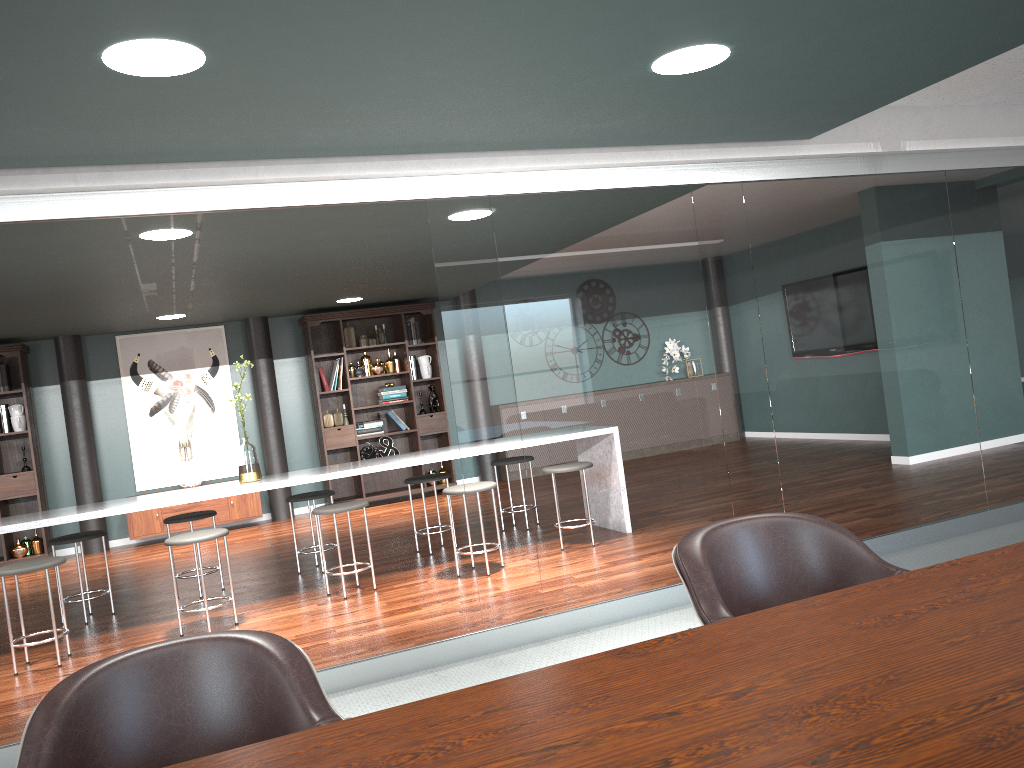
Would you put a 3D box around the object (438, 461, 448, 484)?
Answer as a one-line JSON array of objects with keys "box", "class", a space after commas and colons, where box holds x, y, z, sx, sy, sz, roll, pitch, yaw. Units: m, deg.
[{"box": [-0.727, 0.910, 9.287, 0.108, 0.256, 0.108, -7, 1, 13], "class": "object"}]

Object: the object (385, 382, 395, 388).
[{"box": [-1.271, 0.009, 9.180, 0.104, 0.052, 0.100, -8, 1, -17], "class": "object"}]

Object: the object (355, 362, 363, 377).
[{"box": [-1.552, -0.148, 8.996, 0.079, 0.161, 0.080, -8, 1, 5], "class": "object"}]

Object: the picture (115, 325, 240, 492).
[{"box": [-3.257, 0.225, 8.728, 1.002, 1.512, 0.031, -8, 1, -21], "class": "picture"}]

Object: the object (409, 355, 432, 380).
[{"box": [-0.957, -0.178, 9.334, 0.268, 0.262, 0.137, -7, 1, 19], "class": "object"}]

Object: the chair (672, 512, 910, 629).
[{"box": [0.574, 0.648, 1.613, 0.533, 0.761, 0.523, -8, 1, -39], "class": "chair"}]

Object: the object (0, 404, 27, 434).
[{"box": [-4.484, 0.305, 7.985, 0.268, 0.262, 0.137, -7, 1, 19], "class": "object"}]

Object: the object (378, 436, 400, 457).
[{"box": [-1.291, 0.673, 9.194, 0.233, 0.268, 0.051, -8, 1, -21], "class": "object"}]

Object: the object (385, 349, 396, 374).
[{"box": [-1.257, -0.237, 9.135, 0.108, 0.256, 0.108, -7, 1, 13], "class": "object"}]

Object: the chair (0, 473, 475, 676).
[{"box": [-1.472, 1.017, 5.328, 4.029, 0.512, 1.479, -8, 1, -21], "class": "chair"}]

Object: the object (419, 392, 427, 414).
[{"box": [-0.943, 0.200, 9.258, 0.077, 0.228, 0.077, -8, 1, -38], "class": "object"}]

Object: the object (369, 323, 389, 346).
[{"box": [-1.392, -0.504, 9.148, 0.196, 0.221, 0.184, -8, 1, -21], "class": "object"}]

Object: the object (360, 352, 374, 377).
[{"box": [-1.493, -0.202, 9.101, 0.114, 0.251, 0.114, -8, 1, 5], "class": "object"}]

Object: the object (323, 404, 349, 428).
[{"box": [-1.795, 0.320, 8.960, 0.250, 0.221, 0.186, -8, 1, -23], "class": "object"}]

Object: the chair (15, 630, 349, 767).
[{"box": [-0.423, 0.785, 1.240, 0.535, 0.761, 0.518, -8, 1, -15], "class": "chair"}]

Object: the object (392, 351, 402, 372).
[{"box": [-1.209, -0.227, 9.252, 0.092, 0.222, 0.092, -7, 1, 13], "class": "object"}]

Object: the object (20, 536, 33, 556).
[{"box": [-4.364, 1.452, 7.974, 0.099, 0.169, 0.099, -7, 1, 43], "class": "object"}]

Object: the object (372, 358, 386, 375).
[{"box": [-1.362, -0.181, 9.042, 0.144, 0.175, 0.073, -8, 1, -19], "class": "object"}]

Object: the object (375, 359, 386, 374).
[{"box": [-1.367, -0.178, 9.171, 0.099, 0.169, 0.099, -7, 1, 43], "class": "object"}]

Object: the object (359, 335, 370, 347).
[{"box": [-1.513, -0.439, 9.088, 0.096, 0.126, 0.106, -7, 1, 30], "class": "object"}]

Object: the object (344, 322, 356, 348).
[{"box": [-1.658, -0.494, 9.066, 0.104, 0.273, 0.104, -7, 1, 15], "class": "object"}]

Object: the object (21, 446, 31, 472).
[{"box": [-4.368, 0.670, 7.949, 0.077, 0.228, 0.077, -8, 1, -38], "class": "object"}]

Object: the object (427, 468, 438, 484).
[{"box": [-0.837, 0.969, 9.323, 0.099, 0.169, 0.099, -7, 1, 43], "class": "object"}]

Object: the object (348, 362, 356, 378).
[{"box": [-1.637, -0.143, 9.063, 0.105, 0.172, 0.105, -8, 1, -25], "class": "object"}]

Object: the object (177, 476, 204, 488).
[{"box": [-3.109, 0.949, 8.586, 0.245, 0.112, 0.261, -8, 1, -13], "class": "object"}]

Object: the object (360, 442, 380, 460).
[{"box": [-1.451, 0.711, 9.008, 0.224, 0.238, 0.159, -8, 1, -21], "class": "object"}]

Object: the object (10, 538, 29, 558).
[{"box": [-4.359, 1.449, 7.845, 0.144, 0.175, 0.073, -8, 1, -19], "class": "object"}]

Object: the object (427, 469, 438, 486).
[{"box": [-0.832, 0.966, 9.194, 0.144, 0.175, 0.073, -8, 1, -19], "class": "object"}]

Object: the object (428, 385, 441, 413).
[{"box": [-0.843, 0.155, 9.314, 0.116, 0.286, 0.215, -8, 1, -25], "class": "object"}]

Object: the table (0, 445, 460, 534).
[{"box": [-1.492, 0.925, 5.261, 4.577, 0.699, 0.609, -8, 1, -21], "class": "table"}]

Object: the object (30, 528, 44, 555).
[{"box": [-4.254, 1.393, 7.938, 0.108, 0.256, 0.108, -7, 1, 13], "class": "object"}]

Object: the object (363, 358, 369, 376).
[{"box": [-1.479, -0.172, 8.993, 0.040, 0.191, 0.040, -8, 1, -12], "class": "object"}]
